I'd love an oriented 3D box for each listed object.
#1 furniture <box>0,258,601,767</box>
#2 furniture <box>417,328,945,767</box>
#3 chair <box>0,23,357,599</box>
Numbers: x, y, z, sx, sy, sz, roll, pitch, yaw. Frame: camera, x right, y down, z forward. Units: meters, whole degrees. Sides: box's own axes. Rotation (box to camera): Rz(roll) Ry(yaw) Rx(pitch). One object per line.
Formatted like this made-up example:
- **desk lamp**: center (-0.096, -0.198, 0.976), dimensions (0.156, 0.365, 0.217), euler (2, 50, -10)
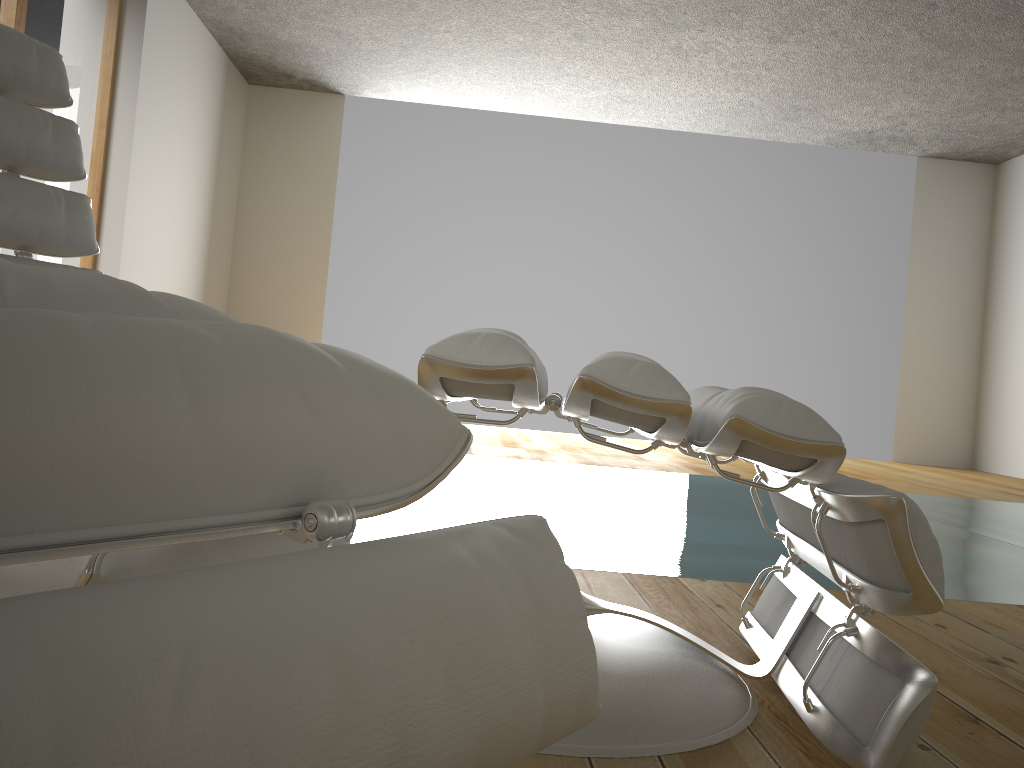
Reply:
- **furniture**: center (-0.365, 0.125, 0.448), dimensions (0.687, 0.440, 0.568), euler (5, 0, 32)
- **furniture**: center (0.132, 0.167, 1.186), dimensions (0.686, 0.440, 0.569), euler (5, 0, 4)
- **chair**: center (-0.712, -0.178, 1.418), dimensions (0.914, 0.969, 0.569), euler (5, -1, 22)
